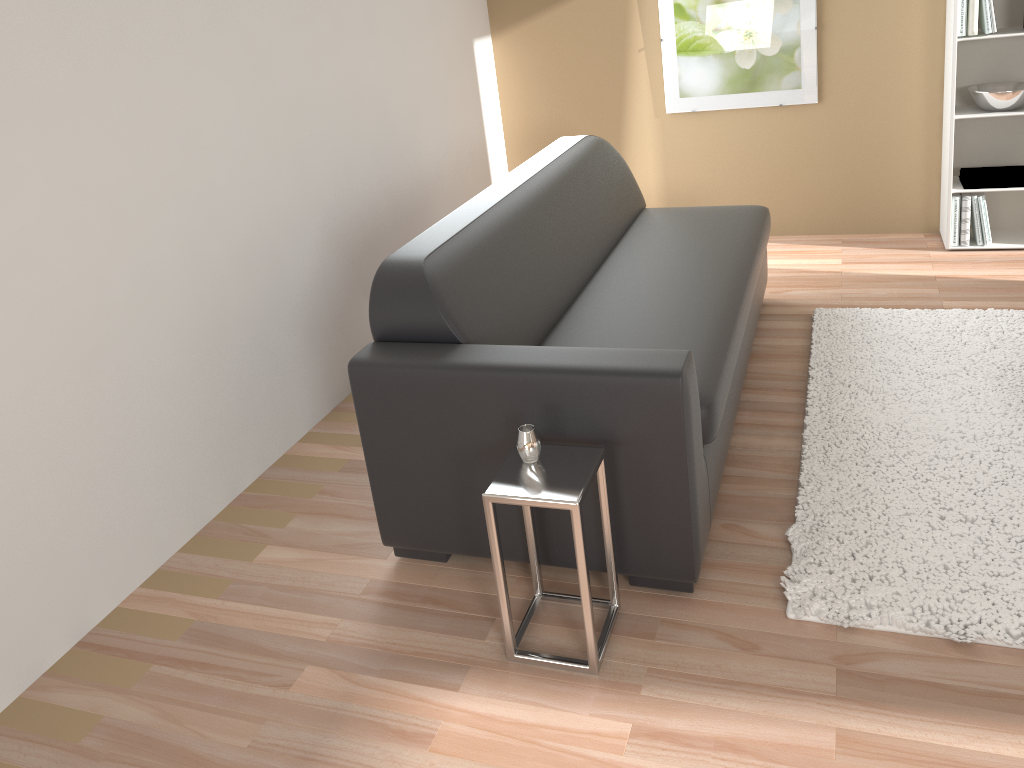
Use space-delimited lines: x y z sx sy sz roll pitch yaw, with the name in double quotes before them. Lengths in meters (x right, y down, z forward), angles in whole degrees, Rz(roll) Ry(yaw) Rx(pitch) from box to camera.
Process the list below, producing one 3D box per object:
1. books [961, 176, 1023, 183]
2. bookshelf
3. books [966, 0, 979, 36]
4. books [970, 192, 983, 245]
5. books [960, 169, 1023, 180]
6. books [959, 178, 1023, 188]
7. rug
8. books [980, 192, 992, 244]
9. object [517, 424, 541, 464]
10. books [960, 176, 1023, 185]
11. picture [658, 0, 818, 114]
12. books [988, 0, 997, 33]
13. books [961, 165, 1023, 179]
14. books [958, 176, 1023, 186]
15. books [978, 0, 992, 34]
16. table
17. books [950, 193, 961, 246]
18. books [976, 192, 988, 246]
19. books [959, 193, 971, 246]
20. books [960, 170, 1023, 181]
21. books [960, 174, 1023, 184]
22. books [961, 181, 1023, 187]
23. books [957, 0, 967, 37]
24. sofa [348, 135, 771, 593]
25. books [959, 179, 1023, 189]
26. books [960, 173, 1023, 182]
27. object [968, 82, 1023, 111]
"books" 2.413 -1.038 4.396 0.297 0.006 0.219 3 26 22
"bookshelf" 2.608 -1.700 4.089 1.039 2.062 0.346 1 21 21
"books" 2.175 -1.793 4.166 0.040 0.249 0.216 0 22 21
"books" 2.350 -0.857 4.467 0.060 0.250 0.216 0 22 21
"books" 2.414 -1.053 4.389 0.297 0.007 0.219 2 26 20
"books" 2.417 -1.013 4.406 0.297 0.006 0.219 2 26 20
"rug" 1.655 0.153 2.771 1.450 0.044 2.108 2 26 20
"books" 2.394 -0.861 4.462 0.058 0.248 0.216 0 22 21
"object" 0.040 0.143 2.098 0.058 0.083 0.059 -10 21 -7
"books" 2.416 -1.029 4.400 0.297 0.006 0.219 2 26 20
"picture" 1.207 -1.889 4.734 0.816 0.786 0.019 1 21 21
"books" 2.248 -1.796 4.152 0.058 0.248 0.216 0 22 21
"books" 2.415 -1.058 4.389 0.297 0.006 0.219 2 26 20
"books" 2.414 -1.024 4.403 0.297 0.006 0.219 1 26 19
"books" 2.222 -1.792 4.150 0.060 0.250 0.216 0 22 21
"table" 0.106 0.413 2.134 0.227 0.452 0.248 0 22 21
"books" 2.260 -0.861 4.505 0.040 0.249 0.216 0 22 21
"books" 2.373 -0.852 4.455 0.058 0.248 0.216 0 22 21
"books" 2.302 -0.857 4.484 0.040 0.249 0.216 0 22 21
"books" 2.414 -1.050 4.396 0.297 0.007 0.219 2 26 20
"books" 2.416 -1.033 4.398 0.297 0.006 0.219 2 26 20
"books" 2.416 -1.018 4.404 0.297 0.006 0.219 2 26 20
"books" 2.133 -1.797 4.187 0.040 0.249 0.216 0 22 21
"sofa" 0.388 -0.336 3.255 0.952 0.803 2.351 1 25 20
"books" 2.416 -1.008 4.406 0.297 0.007 0.219 2 26 20
"books" 2.414 -1.045 4.398 0.297 0.007 0.219 2 26 20
"object" 2.388 -1.395 4.288 0.300 0.103 0.310 -13 24 -11
